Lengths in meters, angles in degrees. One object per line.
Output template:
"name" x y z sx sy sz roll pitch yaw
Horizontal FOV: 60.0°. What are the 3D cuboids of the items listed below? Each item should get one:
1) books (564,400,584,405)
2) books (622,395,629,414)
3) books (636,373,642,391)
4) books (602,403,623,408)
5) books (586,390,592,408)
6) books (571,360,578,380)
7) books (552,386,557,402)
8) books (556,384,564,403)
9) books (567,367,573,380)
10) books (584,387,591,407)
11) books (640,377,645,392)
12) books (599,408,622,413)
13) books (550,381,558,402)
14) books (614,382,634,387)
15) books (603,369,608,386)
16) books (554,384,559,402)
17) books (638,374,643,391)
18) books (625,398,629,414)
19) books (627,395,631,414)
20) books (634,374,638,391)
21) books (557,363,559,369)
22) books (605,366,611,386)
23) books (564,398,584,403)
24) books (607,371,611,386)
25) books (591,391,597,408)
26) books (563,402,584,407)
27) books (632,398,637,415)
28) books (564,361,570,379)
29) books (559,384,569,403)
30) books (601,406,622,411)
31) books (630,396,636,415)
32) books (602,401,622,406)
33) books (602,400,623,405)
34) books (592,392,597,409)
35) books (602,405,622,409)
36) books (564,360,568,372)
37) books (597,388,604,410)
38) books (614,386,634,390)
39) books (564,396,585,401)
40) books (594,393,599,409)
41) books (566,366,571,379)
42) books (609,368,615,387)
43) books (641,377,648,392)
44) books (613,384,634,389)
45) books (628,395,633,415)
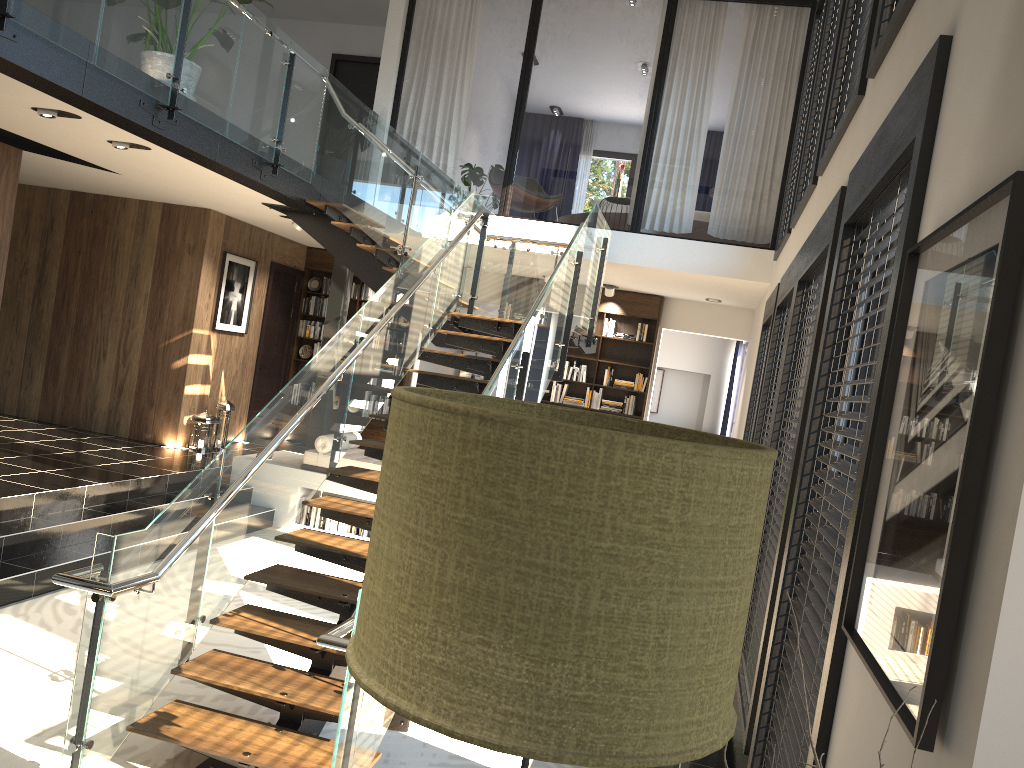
"books" 0.810 0.240 11.561 0.275 0.025 0.156 9 1 8
"books" 1.457 0.261 11.406 0.030 0.244 0.176 10 2 12
"books" 1.631 -0.027 11.411 0.028 0.240 0.187 10 2 12
"books" 1.295 0.276 11.457 0.268 0.022 0.156 9 1 8
"books" 1.012 0.195 11.531 0.037 0.232 0.231 10 1 12
"books" 0.816 -0.176 11.565 0.032 0.265 0.149 10 2 12
"books" 0.566 0.129 11.576 0.023 0.218 0.196 10 1 12
"books" 0.627 0.126 11.570 0.036 0.244 0.194 10 2 12
"books" 0.772 -0.136 11.584 0.047 0.171 0.167 10 1 12
"books" 0.982 0.174 11.527 0.026 0.263 0.156 10 2 12
"books" 1.672 0.006 11.390 0.023 0.189 0.197 10 1 12
"books" 1.282 0.343 11.448 0.288 0.026 0.175 9 1 16
"books" 0.552 0.092 11.616 0.030 0.284 0.176 10 2 12
"books" 1.454 0.011 11.464 0.259 0.020 0.167 9 1 10
"books" 1.223 -0.084 11.514 0.024 0.219 0.174 10 2 12
"books" 0.600 0.120 11.601 0.030 0.245 0.166 10 2 12
"books" 1.659 -0.015 11.422 0.023 0.225 0.146 10 2 12
"books" 1.483 0.282 11.411 0.025 0.212 0.168 10 2 12
"books" 1.511 0.269 11.413 0.023 0.246 0.147 10 2 12
"books" 1.606 -0.021 11.425 0.026 0.219 0.156 10 2 12
"books" 0.618 -0.205 11.600 0.028 0.258 0.208 10 2 12
"books" 1.248 -0.101 11.506 0.023 0.261 0.146 10 2 12
"books" 0.813 0.216 11.557 0.261 0.024 0.167 9 1 9
"books" 1.263 -0.066 11.486 0.026 0.196 0.147 10 2 12
"books" 1.062 0.201 11.516 0.025 0.232 0.156 10 2 12
"books" 0.806 0.265 11.563 0.274 0.025 0.156 9 1 9
"books" 1.576 0.291 11.417 0.012 0.224 0.097 10 2 12
"books" 0.715 -0.175 11.572 0.028 0.231 0.167 10 2 12
"books" 0.685 0.126 11.590 0.067 0.261 0.159 10 2 12
"books" 1.288 0.319 11.459 0.274 0.022 0.156 9 1 9
"books" 1.558 0.277 11.405 0.022 0.247 0.132 10 2 12
"books" 1.298 0.255 11.454 0.260 0.021 0.167 9 1 10
"books" 1.302 0.234 11.460 0.272 0.022 0.156 9 1 10
"books" 1.084 0.215 11.499 0.029 0.214 0.149 10 2 12
"books" 1.293 0.298 11.468 0.247 0.022 0.148 9 1 13
"books" 0.690 -0.186 11.589 0.030 0.244 0.142 10 2 12
"books" 1.142 0.192 11.478 0.031 0.277 0.168 10 2 12
"books" 1.448 0.053 11.469 0.266 0.021 0.156 9 1 10
"books" 0.818 0.192 11.561 0.274 0.025 0.156 9 1 15
"books" 1.106 0.221 11.475 0.026 0.210 0.184 10 2 12
"books" 0.739 -0.144 11.588 0.021 0.176 0.161 10 1 12
"books" 1.298 -0.084 11.511 0.025 0.243 0.119 10 2 12
"books" 1.709 0.009 11.384 0.051 0.194 0.192 10 1 12
"books" 1.451 0.032 11.470 0.272 0.021 0.156 9 1 10
"books" 1.530 0.270 11.387 0.026 0.251 0.178 10 2 12
